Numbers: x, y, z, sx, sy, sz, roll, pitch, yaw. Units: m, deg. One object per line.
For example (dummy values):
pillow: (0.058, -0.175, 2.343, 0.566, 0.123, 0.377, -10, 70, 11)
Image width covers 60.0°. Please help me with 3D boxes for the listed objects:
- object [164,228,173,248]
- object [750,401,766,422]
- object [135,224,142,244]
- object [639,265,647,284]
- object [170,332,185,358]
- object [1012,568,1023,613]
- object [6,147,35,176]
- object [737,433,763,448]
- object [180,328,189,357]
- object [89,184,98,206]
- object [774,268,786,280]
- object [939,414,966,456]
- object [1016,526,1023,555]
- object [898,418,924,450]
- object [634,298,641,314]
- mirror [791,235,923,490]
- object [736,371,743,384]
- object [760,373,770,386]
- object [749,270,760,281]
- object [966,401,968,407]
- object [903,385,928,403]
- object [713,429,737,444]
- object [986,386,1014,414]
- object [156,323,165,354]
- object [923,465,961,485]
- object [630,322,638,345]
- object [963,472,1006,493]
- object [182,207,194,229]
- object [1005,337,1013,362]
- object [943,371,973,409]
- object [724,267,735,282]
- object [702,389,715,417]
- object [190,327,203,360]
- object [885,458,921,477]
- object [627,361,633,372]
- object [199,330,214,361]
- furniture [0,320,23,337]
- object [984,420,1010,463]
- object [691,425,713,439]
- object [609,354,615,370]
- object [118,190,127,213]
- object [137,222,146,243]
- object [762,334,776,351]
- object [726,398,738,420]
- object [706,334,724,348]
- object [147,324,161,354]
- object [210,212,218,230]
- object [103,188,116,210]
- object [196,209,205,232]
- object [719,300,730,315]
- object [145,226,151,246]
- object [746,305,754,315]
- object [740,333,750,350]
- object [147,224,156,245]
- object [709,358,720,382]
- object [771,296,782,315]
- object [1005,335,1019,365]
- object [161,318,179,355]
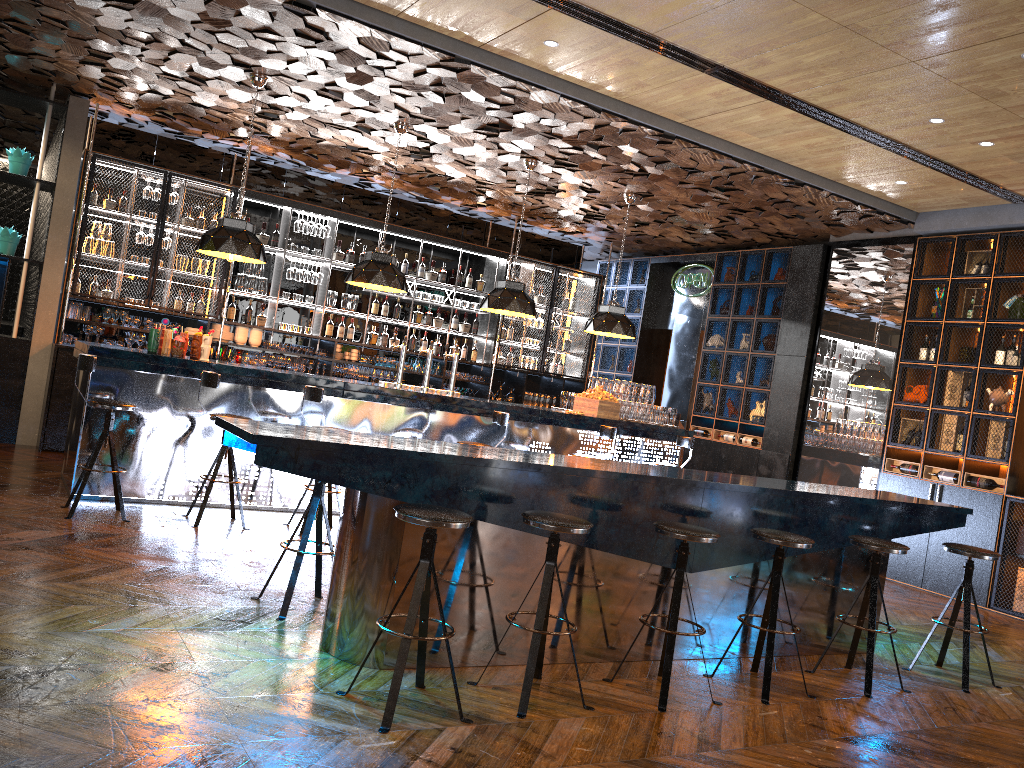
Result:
object: (-3.781, -1.603, 9.757, 0.081, 0.213, 0.081, 9, 0, -25)
object: (3.081, 0.351, 10.866, 0.164, 0.303, 0.341, 9, 0, -26)
object: (-4.086, -1.650, 9.741, 0.081, 0.213, 0.081, 9, 0, -25)
object: (1.978, -1.601, 13.159, 0.116, 0.358, 0.198, 9, 0, -31)
object: (-2.687, -0.314, 7.124, 0.110, 0.191, 0.131, 9, 0, -19)
object: (4.737, 1.893, 8.039, 0.302, 0.396, 0.162, 9, 0, 39)
object: (-4.996, -2.248, 8.984, 0.265, 0.325, 0.245, 9, 0, -37)
object: (2.939, 0.698, 10.814, 0.123, 0.132, 0.396, 9, 0, -30)
object: (-2.737, -0.353, 7.388, 0.080, 0.254, 0.091, 9, 0, -29)
object: (-4.457, -2.006, 9.449, 0.075, 0.260, 0.075, 9, 0, 18)
object: (3.338, -1.322, 10.877, 0.138, 0.222, 0.278, 9, 0, -30)
object: (4.395, 0.503, 8.740, 0.139, 0.396, 0.281, 9, 0, -33)
object: (4.850, 1.450, 7.989, 0.439, 0.248, 0.349, 9, 0, -31)
object: (4.188, 0.522, 9.103, 0.152, 0.297, 0.361, 9, 0, -39)
object: (1.919, -1.135, 13.131, 0.097, 0.290, 0.290, 9, 0, -32)
mirror: (3.692, 0.161, 9.730, 0.026, 3.551, 1.194, 9, 0, -31)
object: (2.921, -0.061, 11.271, 0.096, 0.210, 0.183, 9, 0, -28)
object: (3.126, -0.039, 10.894, 0.212, 0.220, 0.119, 9, 0, 43)
object: (3.139, -1.409, 11.251, 0.152, 0.332, 0.289, 9, 0, -38)
object: (4.487, 0.204, 8.615, 0.085, 0.183, 0.189, 9, 0, -35)
object: (4.119, 0.110, 9.036, 0.138, 0.222, 0.278, 9, 0, -31)
object: (2.722, 0.666, 11.186, 0.122, 0.132, 0.396, 9, 0, -31)
object: (4.553, 0.154, 8.298, 0.237, 0.266, 0.164, 9, 0, 31)
object: (-2.865, -0.369, 7.186, 0.078, 0.246, 0.084, 9, 0, -32)
object: (4.221, 0.892, 8.639, 0.122, 0.132, 0.396, 9, 0, -26)
object: (1.873, -0.738, 13.171, 0.198, 0.358, 0.116, 9, 0, 29)
object: (4.461, 0.930, 8.297, 0.126, 0.132, 0.396, 9, 0, -42)
object: (-3.622, -1.860, 9.921, 0.108, 0.244, 0.108, 9, 0, -42)
object: (4.709, -0.302, 8.441, 0.254, 0.345, 0.100, 9, 0, -29)
object: (4.460, 0.076, 8.774, 0.304, 0.396, 0.162, 9, 0, 34)
object: (2.911, -1.404, 11.606, 0.253, 0.249, 0.126, 9, 0, 29)
object: (2.626, 0.257, 11.625, 0.175, 0.351, 0.369, 9, 0, -26)
object: (-2.605, -0.344, 7.333, 0.080, 0.277, 0.091, 9, 0, 2)
object: (4.001, 0.851, 9.010, 0.122, 0.132, 0.396, 9, 0, -28)
object: (1.851, -0.230, 13.185, 0.278, 0.222, 0.138, 9, 0, -1)
object: (-2.497, -0.320, 7.251, 0.081, 0.264, 0.099, 9, 0, -10)
furniture: (-11.142, -0.923, 9.977, 9.798, 1.137, 3.595, 9, 0, -31)
object: (4.654, 0.543, 8.368, 0.136, 0.396, 0.276, 9, 0, -40)
object: (2.509, 0.633, 11.553, 0.122, 0.133, 0.396, 9, 0, -31)
object: (1.621, -0.301, 13.529, 0.290, 0.290, 0.097, 9, 0, 8)
object: (-4.197, -1.966, 9.577, 0.075, 0.261, 0.075, 9, 0, 18)
object: (-4.013, -1.639, 9.617, 0.081, 0.213, 0.081, 9, 0, -25)
object: (3.202, -0.482, 10.879, 0.265, 0.239, 0.266, 9, 0, 38)
object: (2.808, 0.322, 11.241, 0.208, 0.280, 0.131, 9, 0, 41)
object: (2.758, -0.535, 11.614, 0.403, 0.221, 0.192, 9, 0, 29)
object: (-2.839, -0.360, 7.033, 0.086, 0.237, 0.084, 9, 0, -12)
object: (-3.381, -1.825, 10.064, 0.073, 0.246, 0.072, 9, 0, -16)
object: (-4.306, -1.973, 9.495, 0.108, 0.244, 0.108, 9, 0, -42)
object: (-3.504, -1.844, 9.990, 0.072, 0.246, 0.073, 9, 0, 44)
object: (2.819, -0.981, 11.622, 0.126, 0.249, 0.253, 9, 0, -31)
object: (-4.004, -1.637, 9.790, 0.081, 0.213, 0.081, 9, 0, -25)
object: (3.064, -0.903, 11.268, 0.210, 0.168, 0.105, 9, 0, -31)
object: (3.021, -0.508, 11.237, 0.253, 0.249, 0.126, 9, 0, 29)
object: (-3.932, -1.626, 9.666, 0.081, 0.213, 0.081, 9, 0, -25)
object: (2.700, -0.179, 11.625, 0.167, 0.356, 0.255, 9, 0, -26)
object: (3.280, -0.933, 10.871, 0.114, 0.290, 0.249, 9, 0, -31)
object: (4.715, -0.294, 8.351, 0.091, 0.332, 0.091, 9, 0, 13)
object: (-2.828, -0.389, 7.300, 0.116, 0.298, 0.105, 9, 0, 0)
